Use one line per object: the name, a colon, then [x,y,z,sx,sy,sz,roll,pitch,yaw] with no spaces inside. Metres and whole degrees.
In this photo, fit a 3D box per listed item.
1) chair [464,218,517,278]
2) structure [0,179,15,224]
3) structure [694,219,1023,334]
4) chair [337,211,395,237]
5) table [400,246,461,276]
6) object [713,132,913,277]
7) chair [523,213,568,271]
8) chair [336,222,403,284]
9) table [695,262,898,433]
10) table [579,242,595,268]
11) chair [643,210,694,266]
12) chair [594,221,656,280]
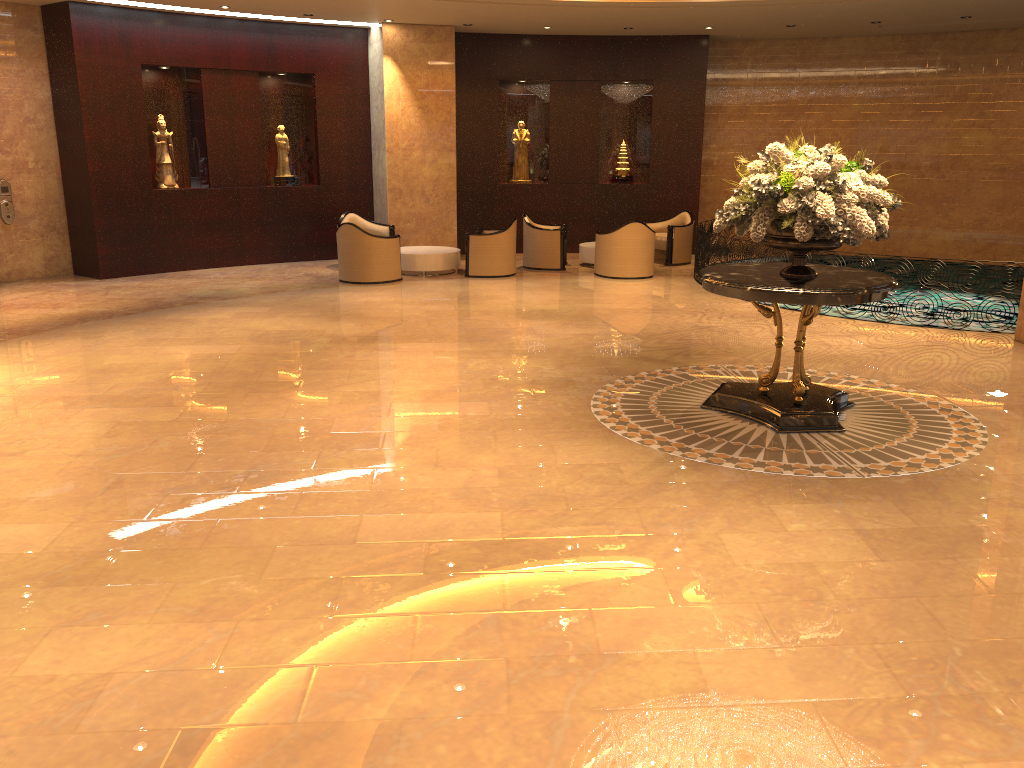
chair: [-0.307,-2.229,14.319,0.769,0.916,0.951,3,15,10]
structure: [-7.501,-2.697,13.144,0.053,0.661,0.200,11,18,34]
structure: [4.789,-1.951,13.955,3.815,0.995,7.624,4,16,13]
chair: [-2.543,-2.468,15.160,0.951,0.916,0.769,-14,21,-43]
table: [-1.451,-2.041,14.675,1.196,0.354,1.196,6,16,21]
object: [2.194,-1.319,6.669,1.277,0.999,1.318,8,17,25]
chair: [0.564,-2.465,15.210,0.769,0.916,0.951,2,15,5]
chair: [-2.252,-2.036,13.568,0.951,0.916,0.769,9,17,29]
table: [2.166,-0.320,6.969,1.493,1.089,1.493,-3,15,-11]
table: [1.774,-2.256,15.534,1.196,0.354,1.196,7,16,22]
chair: [2.840,-2.653,15.952,0.769,0.916,0.951,-8,17,-28]
chair: [1.846,-2.177,14.172,0.951,0.916,0.769,-2,15,-9]
